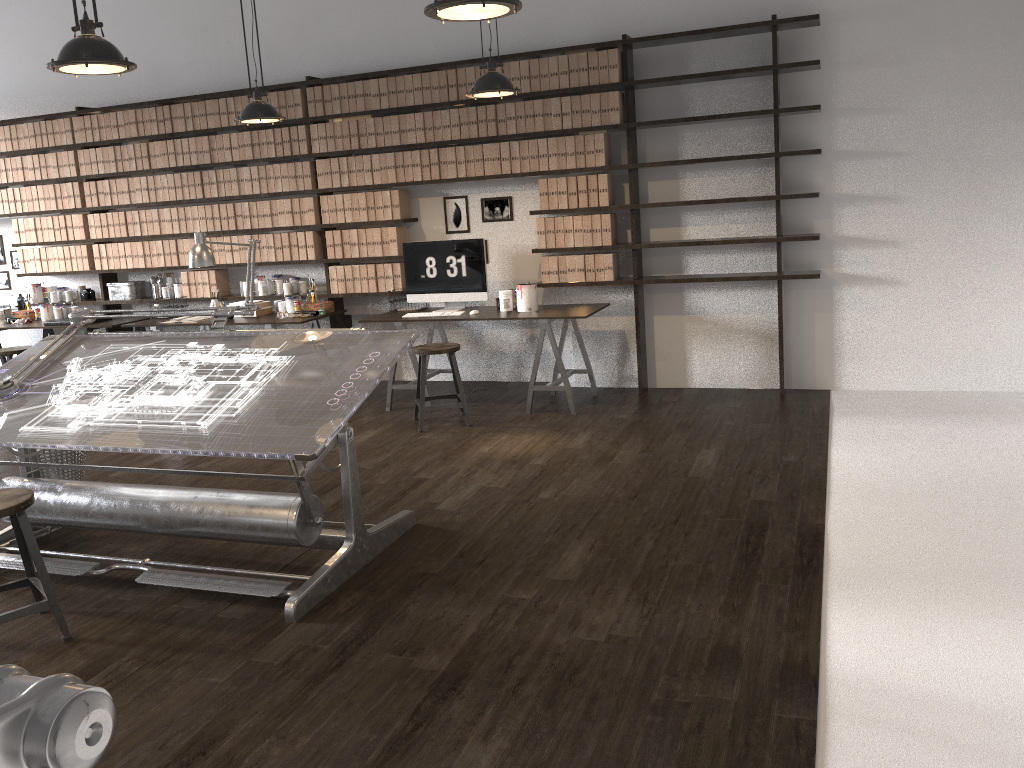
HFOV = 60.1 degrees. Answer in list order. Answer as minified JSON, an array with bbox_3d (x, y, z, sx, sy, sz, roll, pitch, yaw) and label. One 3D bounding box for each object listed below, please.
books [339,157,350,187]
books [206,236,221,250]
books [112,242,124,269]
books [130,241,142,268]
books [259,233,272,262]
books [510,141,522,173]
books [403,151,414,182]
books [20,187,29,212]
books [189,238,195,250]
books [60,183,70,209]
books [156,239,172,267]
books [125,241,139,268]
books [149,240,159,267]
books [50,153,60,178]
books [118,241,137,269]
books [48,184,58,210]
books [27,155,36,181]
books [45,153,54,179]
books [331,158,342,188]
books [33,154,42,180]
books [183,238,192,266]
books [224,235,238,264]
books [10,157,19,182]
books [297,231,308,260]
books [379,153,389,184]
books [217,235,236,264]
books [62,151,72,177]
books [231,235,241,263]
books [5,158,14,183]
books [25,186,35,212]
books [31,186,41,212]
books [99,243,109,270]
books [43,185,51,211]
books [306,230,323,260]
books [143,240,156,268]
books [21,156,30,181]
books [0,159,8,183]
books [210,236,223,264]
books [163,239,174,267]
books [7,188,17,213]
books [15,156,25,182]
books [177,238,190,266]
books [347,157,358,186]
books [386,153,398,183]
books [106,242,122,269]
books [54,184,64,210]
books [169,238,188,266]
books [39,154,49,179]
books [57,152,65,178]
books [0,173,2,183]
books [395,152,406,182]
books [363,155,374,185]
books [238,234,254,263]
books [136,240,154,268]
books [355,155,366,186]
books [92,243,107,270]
[{"bbox_3d":[-1.261,-1.646,6.886,0.066,0.224,0.176,-1,10,20],"label":"books"},{"bbox_3d":[-2.499,-1.122,7.442,0.066,0.224,0.176,-1,10,20],"label":"books"},{"bbox_3d":[-3.413,-1.130,7.784,0.066,0.224,0.176,-1,10,20],"label":"books"},{"bbox_3d":[-3.220,-1.128,7.712,0.066,0.224,0.176,-1,10,20],"label":"books"},{"bbox_3d":[-1.982,-1.118,7.253,0.066,0.224,0.176,-1,10,20],"label":"books"},{"bbox_3d":[0.053,-1.636,6.398,0.066,0.224,0.176,-1,10,20],"label":"books"},{"bbox_3d":[-0.744,-1.643,6.697,0.066,0.224,0.176,-1,10,20],"label":"books"},{"bbox_3d":[-4.355,-1.674,8.039,0.066,0.224,0.176,-1,10,20],"label":"books"},{"bbox_3d":[-2.636,-1.122,7.489,0.067,0.224,0.176,-1,10,20],"label":"books"},{"bbox_3d":[-3.905,-1.670,7.870,0.066,0.224,0.176,-1,10,20],"label":"books"},{"bbox_3d":[-2.963,-1.126,7.613,0.066,0.224,0.176,-1,10,20],"label":"books"},{"bbox_3d":[-3.280,-1.128,7.732,0.066,0.224,0.176,-1,10,20],"label":"books"},{"bbox_3d":[-3.028,-1.127,7.641,0.066,0.224,0.176,-1,10,20],"label":"books"},{"bbox_3d":[-3.978,-1.931,7.844,0.067,0.224,0.176,-1,10,20],"label":"books"},{"bbox_3d":[-3.348,-1.129,7.755,0.067,0.224,0.176,-1,10,20],"label":"books"},{"bbox_3d":[-4.037,-1.670,7.913,0.067,0.224,0.176,-1,10,20],"label":"books"},{"bbox_3d":[-4.242,-1.934,7.945,0.066,0.224,0.176,-1,10,20],"label":"books"},{"bbox_3d":[-4.041,-1.933,7.875,0.066,0.224,0.176,-1,10,20],"label":"books"},{"bbox_3d":[-1.330,-1.646,6.908,0.066,0.224,0.176,-1,10,20],"label":"books"},{"bbox_3d":[-4.175,-1.933,7.918,0.067,0.224,0.176,-1,10,20],"label":"books"},{"bbox_3d":[-2.694,-1.124,7.516,0.066,0.224,0.176,-1,10,20],"label":"books"},{"bbox_3d":[-2.303,-1.120,7.367,0.067,0.224,0.176,-1,10,20],"label":"books"},{"bbox_3d":[-4.426,-1.936,8.016,0.066,0.224,0.176,-1,10,20],"label":"books"},{"bbox_3d":[-1.641,-1.114,7.121,0.067,0.224,0.176,-1,10,20],"label":"books"},{"bbox_3d":[-0.937,-1.644,6.767,0.066,0.224,0.176,-1,10,20],"label":"books"},{"bbox_3d":[-2.368,-1.121,7.396,0.066,0.224,0.176,-1,10,20],"label":"books"},{"bbox_3d":[-3.856,-1.931,7.802,0.066,0.224,0.176,-1,10,20],"label":"books"},{"bbox_3d":[-2.235,-1.120,7.344,0.066,0.224,0.176,-1,10,20],"label":"books"},{"bbox_3d":[-4.492,-1.937,8.041,0.066,0.224,0.176,-1,10,20],"label":"books"},{"bbox_3d":[-4.290,-1.673,8.013,0.066,0.224,0.176,-1,10,20],"label":"books"},{"bbox_3d":[-4.226,-1.672,7.984,0.067,0.224,0.176,-1,10,20],"label":"books"},{"bbox_3d":[-3.544,-1.131,7.830,0.066,0.224,0.176,-1,10,20],"label":"books"},{"bbox_3d":[-4.098,-1.671,7.941,0.066,0.224,0.176,-1,10,20],"label":"books"},{"bbox_3d":[-1.567,-1.114,7.096,0.066,0.224,0.176,-1,10,20],"label":"books"},{"bbox_3d":[-3.094,-1.128,7.666,0.066,0.224,0.176,-1,10,20],"label":"books"},{"bbox_3d":[-4.300,-1.935,7.969,0.066,0.224,0.176,-1,10,20],"label":"books"},{"bbox_3d":[-4.560,-1.936,8.062,0.066,0.224,0.176,-1,10,20],"label":"books"},{"bbox_3d":[-2.433,-1.122,7.422,0.066,0.224,0.176,-1,10,20],"label":"books"},{"bbox_3d":[-2.894,-1.126,7.592,0.066,0.224,0.176,-1,10,20],"label":"books"},{"bbox_3d":[-4.491,-1.674,8.081,0.066,0.224,0.176,-1,10,20],"label":"books"},{"bbox_3d":[-4.365,-1.934,7.988,0.067,0.224,0.176,-1,10,20],"label":"books"},{"bbox_3d":[-2.755,-1.125,7.541,0.066,0.224,0.176,-1,10,20],"label":"books"},{"bbox_3d":[-1.194,-1.647,6.865,0.066,0.224,0.176,-1,10,20],"label":"books"},{"bbox_3d":[-0.876,-1.643,6.740,0.067,0.224,0.176,-1,10,20],"label":"books"},{"bbox_3d":[-3.478,-1.131,7.810,0.066,0.224,0.176,-1,10,20],"label":"books"},{"bbox_3d":[-3.971,-1.671,7.895,0.066,0.224,0.176,-1,10,20],"label":"books"},{"bbox_3d":[-2.826,-1.124,7.561,0.067,0.224,0.176,-1,10,20],"label":"books"},{"bbox_3d":[-4.108,-1.933,7.897,0.066,0.224,0.176,-1,10,20],"label":"books"},{"bbox_3d":[-3.914,-1.932,7.825,0.066,0.224,0.176,-1,10,20],"label":"books"},{"bbox_3d":[-4.625,-1.938,8.091,0.066,0.224,0.176,-1,10,20],"label":"books"},{"bbox_3d":[-0.811,-1.643,6.722,0.066,0.224,0.176,-1,10,20],"label":"books"},{"bbox_3d":[-1.065,-1.645,6.811,0.067,0.224,0.176,-1,10,20],"label":"books"},{"bbox_3d":[-2.175,-1.120,7.324,0.066,0.224,0.176,-1,10,20],"label":"books"},{"bbox_3d":[-3.159,-1.127,7.684,0.067,0.224,0.176,-1,10,20],"label":"books"},{"bbox_3d":[-1.130,-1.646,6.839,0.066,0.224,0.176,-1,10,20],"label":"books"},{"bbox_3d":[-3.614,-1.131,7.852,0.066,0.224,0.176,-1,10,20],"label":"books"}]
